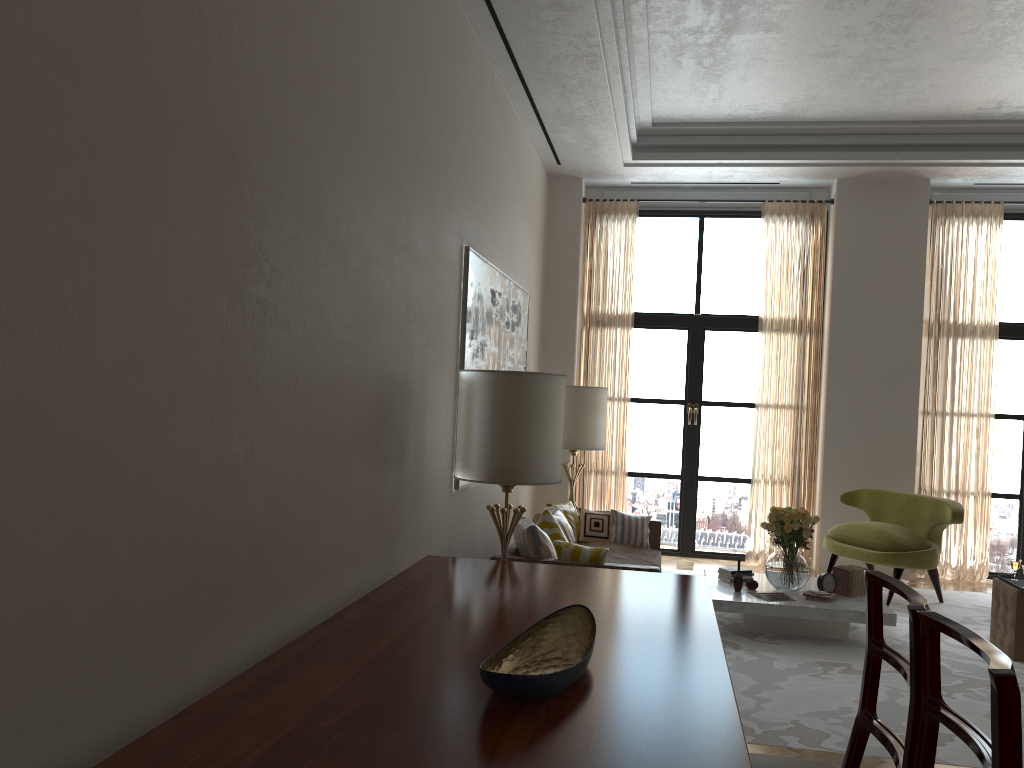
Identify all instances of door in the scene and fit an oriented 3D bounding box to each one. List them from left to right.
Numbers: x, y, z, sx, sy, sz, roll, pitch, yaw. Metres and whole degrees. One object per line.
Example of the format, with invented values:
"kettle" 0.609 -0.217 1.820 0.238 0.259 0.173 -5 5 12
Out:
"door" 2.515 0.006 12.129 3.257 4.769 0.240 3 1 10
"door" 6.744 0.183 11.400 3.085 4.769 0.240 3 1 10

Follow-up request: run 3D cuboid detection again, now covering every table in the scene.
"table" -0.016 1.633 3.829 1.800 1.027 3.801 2 -1 10
"table" 2.697 2.163 8.602 1.583 0.343 1.500 2 -1 10

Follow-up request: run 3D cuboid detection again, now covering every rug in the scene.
"rug" 3.863 2.342 7.988 5.516 0.065 5.732 2 -1 10

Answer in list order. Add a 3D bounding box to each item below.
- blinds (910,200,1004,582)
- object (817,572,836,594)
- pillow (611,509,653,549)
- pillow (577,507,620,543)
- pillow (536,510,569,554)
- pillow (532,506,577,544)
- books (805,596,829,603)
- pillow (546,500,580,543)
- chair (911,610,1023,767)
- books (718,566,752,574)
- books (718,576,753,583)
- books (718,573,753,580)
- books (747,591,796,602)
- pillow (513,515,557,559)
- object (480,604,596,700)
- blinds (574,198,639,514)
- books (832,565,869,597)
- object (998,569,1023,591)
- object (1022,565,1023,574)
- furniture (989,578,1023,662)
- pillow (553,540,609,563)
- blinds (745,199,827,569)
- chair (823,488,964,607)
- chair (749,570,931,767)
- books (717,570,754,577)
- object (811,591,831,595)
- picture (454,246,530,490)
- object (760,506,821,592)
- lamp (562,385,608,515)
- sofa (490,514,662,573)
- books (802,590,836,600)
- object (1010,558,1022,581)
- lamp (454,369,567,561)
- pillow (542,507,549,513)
"blinds" 5.693 0.124 11.354 0.959 4.876 0.419 3 1 12
"object" 2.997 1.899 8.436 0.205 0.209 0.082 3 0 -29
"pillow" 1.273 1.570 9.467 0.498 0.428 0.327 3 0 -2
"pillow" 0.919 1.559 9.564 0.464 0.412 0.304 3 0 8
"pillow" 0.345 1.403 7.728 0.355 0.617 0.766 2 0 -36
"pillow" 0.416 1.454 8.293 0.403 0.547 0.617 3 0 13
"books" 2.840 1.981 8.224 0.197 0.025 0.256 2 -1 27
"pillow" 0.576 1.511 9.533 0.296 0.476 0.515 3 0 31
"chair" 0.802 1.400 2.392 0.877 1.506 0.656 3 0 10
"books" 2.240 1.870 8.897 0.260 0.030 0.207 3 -1 -23
"books" 2.244 1.953 8.904 0.280 0.035 0.207 3 -1 -23
"books" 2.241 1.922 8.893 0.262 0.025 0.207 3 -1 -27
"books" 2.401 1.955 8.223 0.281 0.038 0.383 3 -1 -17
"pillow" 0.200 1.407 7.350 0.355 0.576 0.623 3 0 -12
"object" 0.119 1.034 3.390 0.331 0.164 1.084 2 -1 21
"blinds" 1.271 -0.057 12.116 0.780 4.888 0.419 3 1 12
"books" 3.239 1.884 8.500 0.282 0.264 0.210 3 0 -30
"object" 4.672 1.755 7.855 0.491 0.092 0.802 2 -1 10
"object" 4.508 1.687 7.751 0.098 0.192 0.098 3 0 36
"furniture" 4.662 2.102 7.862 0.613 0.616 0.613 3 0 10
"pillow" 0.562 1.481 7.136 0.482 0.433 0.318 2 0 20
"blinds" 3.627 0.037 11.709 0.873 4.876 0.418 3 1 13
"chair" 4.218 1.855 10.146 1.030 1.214 1.789 3 0 -23
"chair" 0.900 1.414 3.032 0.877 1.506 0.656 3 0 10
"books" 2.246 1.898 8.905 0.281 0.025 0.229 3 -1 -25
"object" 2.866 1.937 8.226 0.139 0.019 0.137 3 -1 -6
"picture" -0.135 -0.093 8.768 0.045 1.999 3.062 3 0 10
"object" 2.692 1.592 8.541 0.539 0.822 0.627 3 0 5
"lamp" 0.746 1.155 10.907 0.768 2.255 0.767 2 1 -27
"sofa" 0.726 1.840 8.373 1.351 0.820 2.980 2 -1 10
"books" 2.852 1.957 8.223 0.255 0.026 0.202 2 -1 35
"object" 4.591 1.696 8.089 0.098 0.192 0.098 3 0 -7
"lamp" -0.047 1.045 6.312 0.768 2.255 0.767 2 1 -24
"pillow" 0.419 1.525 8.679 0.371 0.566 0.659 3 0 5
